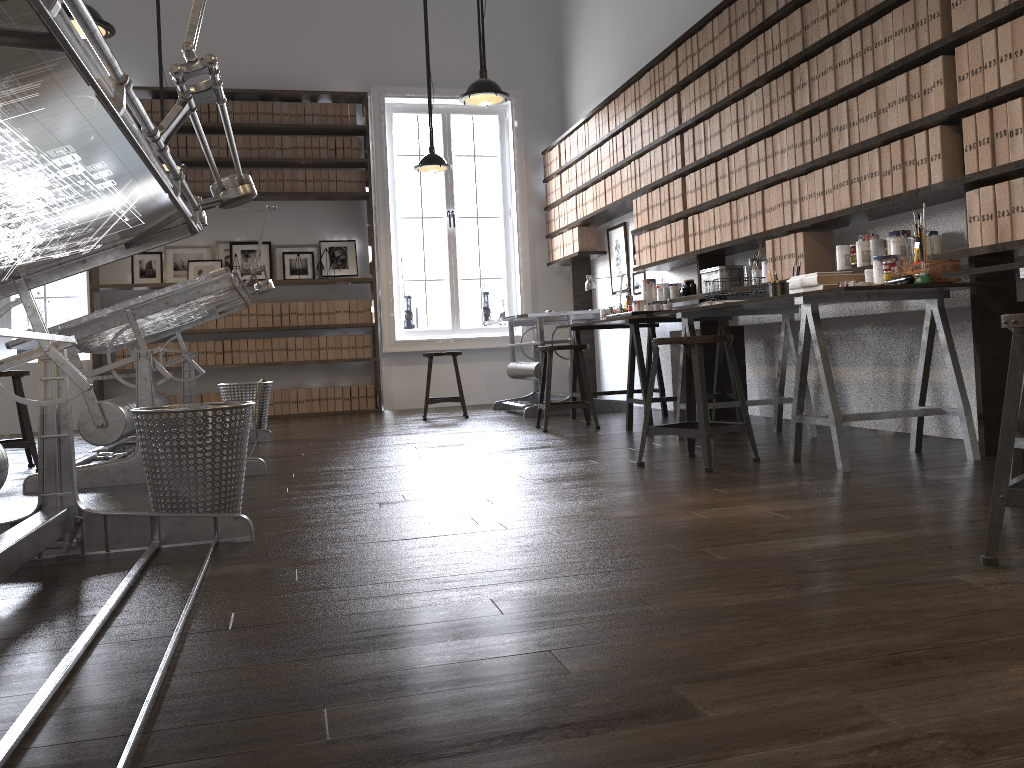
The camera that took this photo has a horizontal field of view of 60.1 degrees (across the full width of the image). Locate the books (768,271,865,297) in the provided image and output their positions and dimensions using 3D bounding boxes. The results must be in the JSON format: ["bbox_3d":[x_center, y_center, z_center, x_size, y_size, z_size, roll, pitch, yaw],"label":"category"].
[{"bbox_3d":[1.337,-0.446,3.927,0.385,0.148,0.294,-3,1,-14],"label":"books"}]

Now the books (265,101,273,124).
[{"bbox_3d":[-2.262,-2.495,8.245,0.067,0.226,0.174,-3,0,-14],"label":"books"}]

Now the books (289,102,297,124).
[{"bbox_3d":[-2.056,-2.507,8.305,0.067,0.226,0.174,-3,0,-14],"label":"books"}]

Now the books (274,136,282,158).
[{"bbox_3d":[-2.180,-2.180,8.258,0.067,0.226,0.174,-3,0,-14],"label":"books"}]

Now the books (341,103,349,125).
[{"bbox_3d":[-1.590,-2.534,8.422,0.067,0.226,0.174,-3,0,-14],"label":"books"}]

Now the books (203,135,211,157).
[{"bbox_3d":[-2.791,-2.145,8.102,0.067,0.226,0.174,-3,0,-14],"label":"books"}]

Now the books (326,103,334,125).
[{"bbox_3d":[-1.723,-2.526,8.382,0.067,0.226,0.174,-3,0,-14],"label":"books"}]

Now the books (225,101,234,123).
[{"bbox_3d":[-2.601,-2.476,8.160,0.067,0.226,0.174,-3,0,-14],"label":"books"}]

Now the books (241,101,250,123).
[{"bbox_3d":[-2.465,-2.484,8.202,0.067,0.226,0.174,-3,0,-14],"label":"books"}]

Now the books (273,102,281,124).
[{"bbox_3d":[-2.192,-2.499,8.263,0.067,0.226,0.174,-3,0,-14],"label":"books"}]

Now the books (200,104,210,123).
[{"bbox_3d":[-2.811,-2.464,8.114,0.067,0.226,0.174,-3,0,-14],"label":"books"}]

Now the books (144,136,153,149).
[{"bbox_3d":[-3.268,-2.118,7.988,0.067,0.226,0.174,-3,0,-14],"label":"books"}]

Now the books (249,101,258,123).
[{"bbox_3d":[-2.397,-2.487,8.217,0.067,0.226,0.174,-3,0,-14],"label":"books"}]

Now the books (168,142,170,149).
[{"bbox_3d":[-3.129,-2.126,8.019,0.067,0.226,0.174,-3,0,-14],"label":"books"}]

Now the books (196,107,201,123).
[{"bbox_3d":[-2.878,-2.460,8.092,0.067,0.226,0.174,-3,0,-14],"label":"books"}]

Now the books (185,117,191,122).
[{"bbox_3d":[-2.948,-2.456,8.078,0.067,0.226,0.174,-3,0,-14],"label":"books"}]

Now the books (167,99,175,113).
[{"bbox_3d":[-3.080,-2.448,8.039,0.067,0.226,0.174,-3,0,-14],"label":"books"}]

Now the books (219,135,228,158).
[{"bbox_3d":[-2.651,-2.153,8.141,0.067,0.226,0.174,-3,0,-14],"label":"books"}]

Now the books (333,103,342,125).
[{"bbox_3d":[-1.659,-2.530,8.405,0.067,0.226,0.174,-3,0,-14],"label":"books"}]

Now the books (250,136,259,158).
[{"bbox_3d":[-2.383,-2.169,8.206,0.067,0.226,0.174,-3,0,-14],"label":"books"}]

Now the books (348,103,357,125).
[{"bbox_3d":[-1.521,-2.537,8.435,0.067,0.226,0.174,-3,0,-14],"label":"books"}]

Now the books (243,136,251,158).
[{"bbox_3d":[-2.449,-2.165,8.194,0.067,0.226,0.174,-3,0,-14],"label":"books"}]

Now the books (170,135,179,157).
[{"bbox_3d":[-3.062,-2.130,8.041,0.067,0.226,0.174,-3,0,-14],"label":"books"}]

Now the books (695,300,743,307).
[{"bbox_3d":[1.071,-0.390,4.267,0.256,0.029,0.354,-3,2,-14],"label":"books"}]

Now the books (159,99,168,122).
[{"bbox_3d":[-3.146,-2.445,8.027,0.067,0.226,0.174,-3,0,-14],"label":"books"}]

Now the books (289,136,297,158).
[{"bbox_3d":[-2.050,-2.188,8.295,0.067,0.226,0.174,-3,0,-14],"label":"books"}]

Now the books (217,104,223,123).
[{"bbox_3d":[-2.666,-2.472,8.150,0.067,0.226,0.174,-3,0,-14],"label":"books"}]

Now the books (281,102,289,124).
[{"bbox_3d":[-2.123,-2.503,8.284,0.067,0.226,0.174,-3,0,-14],"label":"books"}]

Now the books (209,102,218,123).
[{"bbox_3d":[-2.737,-2.468,8.126,0.067,0.226,0.174,-3,0,-14],"label":"books"}]

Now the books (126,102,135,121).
[{"bbox_3d":[-3.414,-2.429,7.961,0.067,0.226,0.174,-3,0,-14],"label":"books"}]

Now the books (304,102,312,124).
[{"bbox_3d":[-1.919,-2.515,8.334,0.067,0.226,0.174,-3,0,-14],"label":"books"}]

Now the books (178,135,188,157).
[{"bbox_3d":[-2.988,-2.134,8.054,0.067,0.226,0.174,-3,0,-14],"label":"books"}]

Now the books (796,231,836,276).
[{"bbox_3d":[1.529,-0.652,4.459,0.174,0.226,0.066,-3,-1,-14],"label":"books"}]

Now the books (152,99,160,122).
[{"bbox_3d":[-3.207,-2.441,8.010,0.067,0.226,0.174,-3,0,-14],"label":"books"}]

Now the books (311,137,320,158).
[{"bbox_3d":[-1.851,-2.199,8.347,0.067,0.226,0.174,-3,0,-14],"label":"books"}]

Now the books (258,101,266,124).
[{"bbox_3d":[-2.324,-2.492,8.234,0.067,0.226,0.174,-3,0,-14],"label":"books"}]

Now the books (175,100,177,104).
[{"bbox_3d":[-3.017,-2.452,8.061,0.067,0.226,0.174,-3,0,-14],"label":"books"}]

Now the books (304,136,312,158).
[{"bbox_3d":[-1.920,-2.195,8.329,0.067,0.226,0.174,-3,0,-14],"label":"books"}]

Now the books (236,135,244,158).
[{"bbox_3d":[-2.509,-2.162,8.177,0.067,0.226,0.174,-3,0,-14],"label":"books"}]

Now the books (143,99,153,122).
[{"bbox_3d":[-3.276,-2.437,7.990,0.067,0.226,0.174,-3,0,-14],"label":"books"}]

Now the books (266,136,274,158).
[{"bbox_3d":[-2.249,-2.177,8.245,0.067,0.226,0.174,-3,0,-14],"label":"books"}]

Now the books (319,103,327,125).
[{"bbox_3d":[-1.789,-2.522,8.370,0.067,0.226,0.174,-3,0,-14],"label":"books"}]

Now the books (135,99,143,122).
[{"bbox_3d":[-3.346,-2.433,7.977,0.067,0.226,0.174,-3,0,-14],"label":"books"}]

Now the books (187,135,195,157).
[{"bbox_3d":[-2.917,-2.138,8.077,0.067,0.226,0.174,-3,0,-14],"label":"books"}]

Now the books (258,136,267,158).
[{"bbox_3d":[-2.317,-2.173,8.230,0.067,0.226,0.174,-3,0,-14],"label":"books"}]

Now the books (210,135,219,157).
[{"bbox_3d":[-2.721,-2.149,8.120,0.067,0.226,0.174,-3,0,-14],"label":"books"}]

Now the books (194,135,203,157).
[{"bbox_3d":[-2.853,-2.142,8.091,0.067,0.226,0.174,-3,0,-14],"label":"books"}]

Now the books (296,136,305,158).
[{"bbox_3d":[-1.984,-2.191,8.307,0.067,0.226,0.174,-3,0,-14],"label":"books"}]

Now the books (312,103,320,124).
[{"bbox_3d":[-1.849,-2.519,8.353,0.067,0.226,0.174,-3,0,-14],"label":"books"}]

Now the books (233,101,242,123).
[{"bbox_3d":[-2.532,-2.480,8.181,0.067,0.226,0.174,-3,0,-14],"label":"books"}]

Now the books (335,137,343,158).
[{"bbox_3d":[-1.640,-2.211,8.395,0.067,0.226,0.174,-3,0,-14],"label":"books"}]

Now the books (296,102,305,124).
[{"bbox_3d":[-1.988,-2.511,8.320,0.067,0.226,0.174,-3,0,-14],"label":"books"}]

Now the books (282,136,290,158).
[{"bbox_3d":[-2.110,-2.184,8.278,0.067,0.226,0.174,-3,0,-14],"label":"books"}]

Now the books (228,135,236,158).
[{"bbox_3d":[-2.579,-2.158,8.157,0.067,0.226,0.174,-3,0,-14],"label":"books"}]
